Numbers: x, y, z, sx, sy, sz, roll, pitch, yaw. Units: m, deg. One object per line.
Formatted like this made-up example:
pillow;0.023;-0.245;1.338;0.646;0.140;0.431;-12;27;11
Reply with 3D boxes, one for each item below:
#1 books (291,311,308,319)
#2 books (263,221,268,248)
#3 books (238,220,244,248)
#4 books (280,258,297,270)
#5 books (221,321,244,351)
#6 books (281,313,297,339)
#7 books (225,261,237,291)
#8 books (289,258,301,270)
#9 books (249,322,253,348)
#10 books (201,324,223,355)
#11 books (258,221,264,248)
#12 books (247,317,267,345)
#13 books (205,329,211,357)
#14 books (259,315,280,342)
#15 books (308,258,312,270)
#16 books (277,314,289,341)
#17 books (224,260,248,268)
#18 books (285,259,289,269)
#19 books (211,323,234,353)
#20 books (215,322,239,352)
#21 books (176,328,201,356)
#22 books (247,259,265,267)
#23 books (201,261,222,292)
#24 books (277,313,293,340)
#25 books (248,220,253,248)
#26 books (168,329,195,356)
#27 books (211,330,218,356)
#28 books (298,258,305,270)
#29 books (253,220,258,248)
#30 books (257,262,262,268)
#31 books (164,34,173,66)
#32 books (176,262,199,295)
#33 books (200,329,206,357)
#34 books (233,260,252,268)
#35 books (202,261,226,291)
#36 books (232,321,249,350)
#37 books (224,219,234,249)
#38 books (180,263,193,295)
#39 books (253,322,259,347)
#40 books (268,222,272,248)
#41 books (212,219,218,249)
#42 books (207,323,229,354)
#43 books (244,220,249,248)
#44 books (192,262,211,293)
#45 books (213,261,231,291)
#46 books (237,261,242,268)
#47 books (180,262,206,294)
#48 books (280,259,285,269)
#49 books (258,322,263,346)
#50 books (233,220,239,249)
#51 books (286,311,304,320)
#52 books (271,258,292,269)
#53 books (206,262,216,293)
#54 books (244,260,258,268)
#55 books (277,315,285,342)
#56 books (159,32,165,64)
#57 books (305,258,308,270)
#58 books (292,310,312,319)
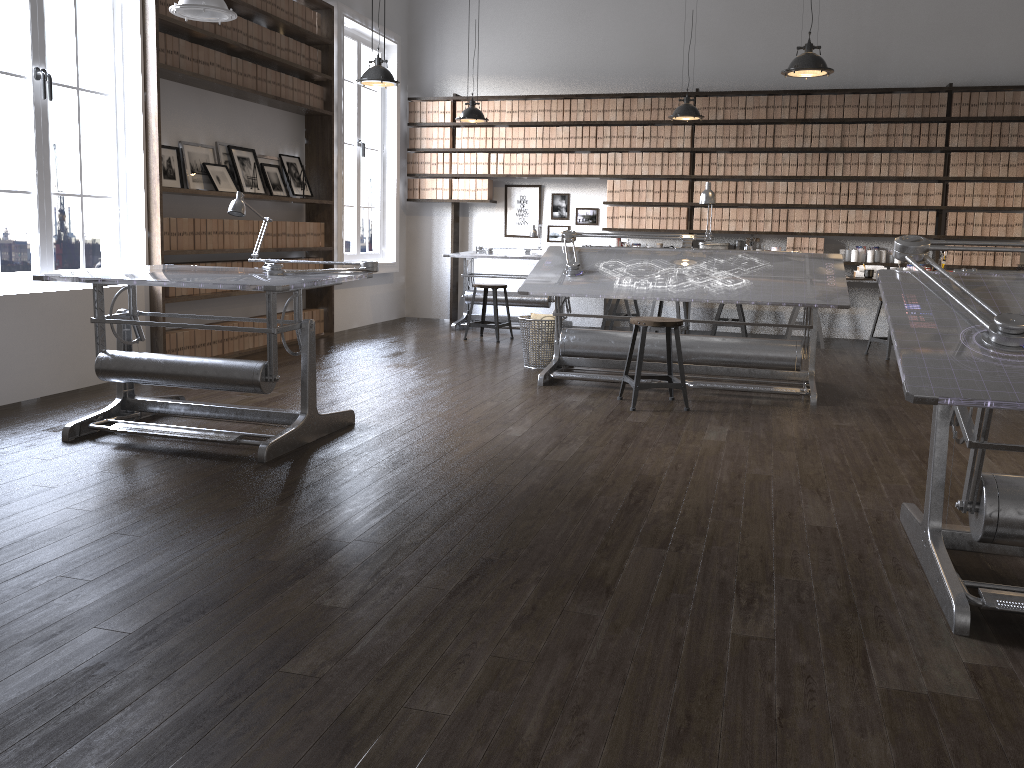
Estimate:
books;-1.941;-0.547;8.038;0.174;0.224;0.067;4;7;16
books;-2.104;-1.235;7.307;0.175;0.224;0.067;4;7;16
books;-2.204;-1.179;6.969;0.175;0.224;0.067;4;7;16
books;-1.988;-0.991;7.794;0.175;0.224;0.067;4;7;16
books;-2.228;-0.382;7.042;0.175;0.224;0.067;4;7;16
books;-1.998;-0.514;7.838;0.175;0.224;0.067;4;7;16
books;-2.239;-0.846;6.915;0.174;0.224;0.067;4;7;16
books;-1.964;-1.002;7.860;0.175;0.224;0.067;4;7;16
books;-2.191;-0.405;7.181;0.174;0.224;0.067;4;7;16
books;-2.311;-0.338;6.779;0.175;0.224;0.067;4;7;16
books;-2.124;-1.223;7.238;0.175;0.224;0.067;4;7;16
books;-2.134;-0.438;7.382;0.175;0.224;0.067;4;7;16
books;-2.350;-0.316;6.643;0.174;0.224;0.067;4;7;16
books;-2.078;-0.471;7.579;0.175;0.224;0.067;4;7;16
books;-1.907;-1.034;8.053;0.175;0.224;0.067;4;7;16
books;-2.036;-0.493;7.715;0.175;0.224;0.067;4;7;16
books;-2.198;-0.869;7.054;0.175;0.224;0.067;4;7;16
books;-2.024;-0.969;7.660;0.174;0.224;0.067;4;7;16
books;-2.270;-0.362;6.921;0.175;0.224;0.067;4;7;16
books;-2.249;-0.372;6.983;0.175;0.224;0.067;4;7;16
books;-2.382;-0.294;6.509;0.175;0.224;0.067;4;7;16
books;-2.125;-0.914;7.325;0.174;0.224;0.067;4;7;16
books;-2.295;-0.812;6.714;0.175;0.224;0.067;4;7;16
books;-2.021;-0.503;7.775;0.175;0.224;0.067;4;7;16
books;-2.171;-1.201;7.104;0.174;0.224;0.067;4;7;16
books;-2.405;-0.283;6.447;0.175;0.224;0.067;4;7;16
books;-2.326;-0.327;6.709;0.174;0.224;0.067;4;7;16
books;-1.946;-1.014;7.930;0.175;0.224;0.067;4;7;16
books;-2.148;-1.212;7.170;0.174;0.224;0.067;4;7;16
books;-2.141;-0.902;7.257;0.174;0.224;0.067;4;7;16
books;-2.405;-2.259;6.027;0.175;0.224;0.067;4;7;16
books;-2.375;-0.770;6.456;0.175;0.224;0.067;4;7;16
books;-2.369;-0.305;6.575;0.175;0.224;0.067;4;7;16
books;-2.182;-0.881;7.126;0.175;0.224;0.067;4;7;16
books;-2.282;-0.824;6.780;0.175;0.224;0.067;4;7;16
books;-2.208;-0.393;7.111;0.175;0.224;0.067;4;7;16
books;-2.244;-1.158;6.841;0.175;0.224;0.067;4;7;16
books;-2.396;-0.759;6.389;0.174;0.224;0.067;4;7;16
books;-2.168;-0.417;7.252;0.175;0.224;0.067;4;7;16
books;-2.091;-1.245;7.369;0.175;0.224;0.067;4;7;16
books;-2.302;-1.125;6.645;0.174;0.224;0.067;4;7;16
books;-2.285;-0.350;6.849;0.175;0.224;0.067;4;7;16
books;-2.188;-1.190;7.037;0.175;0.224;0.067;4;7;16
books;-2.334;-0.792;6.591;0.175;0.224;0.067;4;7;16
books;-2.262;-0.835;6.848;0.174;0.224;0.067;4;7;16
books;-2.224;-0.857;6.984;0.175;0.224;0.067;4;7;16
books;-2.352;-0.781;6.522;0.175;0.224;0.067;4;7;16
books;-2.041;-0.957;7.590;0.175;0.224;0.067;4;7;16
books;-2.150;-0.428;7.322;0.175;0.224;0.067;4;7;16
books;-2.226;-1.167;6.900;0.175;0.224;0.067;4;7;16
books;-1.965;-0.536;7.972;0.174;0.224;0.067;4;7;16
books;-2.009;-0.981;7.728;0.174;0.224;0.067;4;7;16
books;-2.318;-0.802;6.652;0.175;0.224;0.067;4;7;16
books;-2.158;-0.891;7.187;0.175;0.224;0.067;4;7;16
books;-2.055;-0.482;7.645;0.175;0.224;0.067;4;7;16
books;-2.431;-2.247;5.958;0.175;0.224;0.067;4;7;16
books;-1.930;-1.024;7.990;0.175;0.224;0.067;4;7;16
books;-1.926;-0.558;8.107;0.175;0.224;0.067;4;7;16
